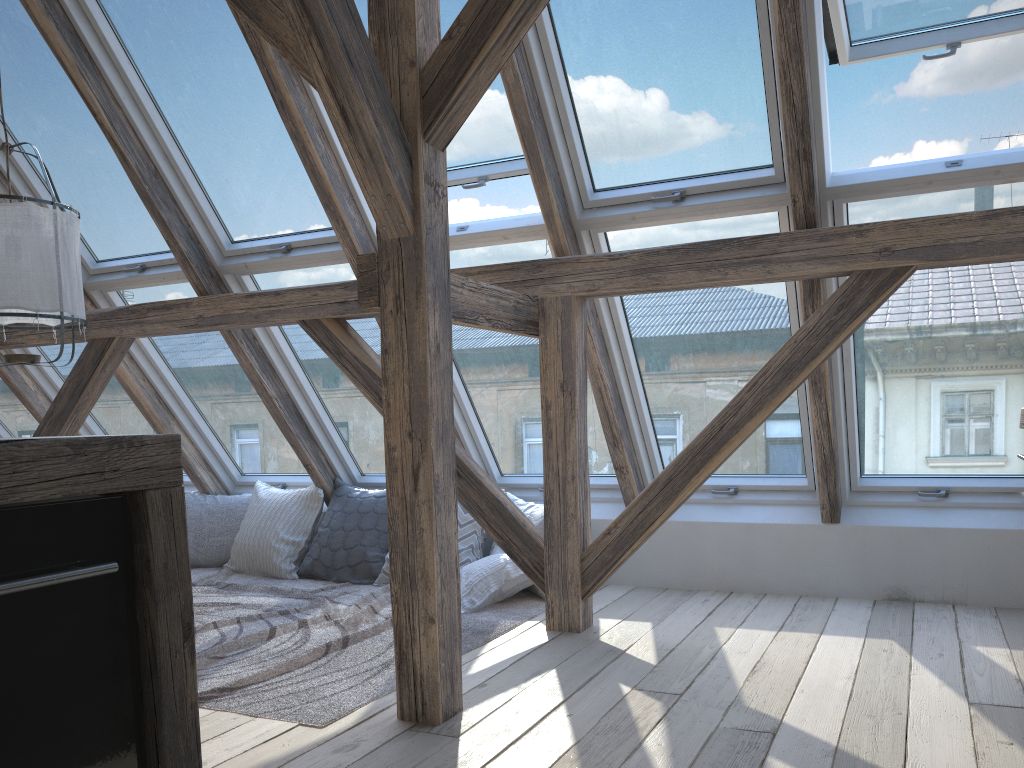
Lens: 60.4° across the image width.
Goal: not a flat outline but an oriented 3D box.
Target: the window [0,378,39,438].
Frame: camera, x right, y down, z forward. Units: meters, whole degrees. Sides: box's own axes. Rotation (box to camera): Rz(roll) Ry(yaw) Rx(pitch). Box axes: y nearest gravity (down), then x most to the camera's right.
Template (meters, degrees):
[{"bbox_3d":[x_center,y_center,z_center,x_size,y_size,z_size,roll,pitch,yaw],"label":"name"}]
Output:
[{"bbox_3d":[-3.297,0.119,5.780,0.855,1.285,1.090,0,2,25],"label":"window"}]

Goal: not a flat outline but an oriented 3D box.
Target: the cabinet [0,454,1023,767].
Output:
[{"bbox_3d":[0.183,-0.367,0.829,2.093,2.522,4.197,-1,0,25],"label":"cabinet"}]

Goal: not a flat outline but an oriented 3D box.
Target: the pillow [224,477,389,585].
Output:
[{"bbox_3d":[-1.101,0.821,5.007,1.273,0.567,0.465,-2,2,26],"label":"pillow"}]

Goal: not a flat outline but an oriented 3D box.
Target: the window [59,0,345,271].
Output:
[{"bbox_3d":[-1.251,-1.215,3.611,0.855,1.285,1.090,0,2,25],"label":"window"}]

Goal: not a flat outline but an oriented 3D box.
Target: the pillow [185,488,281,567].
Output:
[{"bbox_3d":[-1.989,0.898,5.454,1.134,0.529,0.432,-2,2,17],"label":"pillow"}]

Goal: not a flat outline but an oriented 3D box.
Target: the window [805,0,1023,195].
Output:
[{"bbox_3d":[1.276,-1.328,2.498,0.855,1.284,1.513,0,1,25],"label":"window"}]

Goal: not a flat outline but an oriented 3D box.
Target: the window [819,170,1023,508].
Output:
[{"bbox_3d":[1.703,-0.110,3.442,0.855,1.285,1.090,0,2,25],"label":"window"}]

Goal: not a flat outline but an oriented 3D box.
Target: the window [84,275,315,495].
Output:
[{"bbox_3d":[-1.631,0.043,5.001,0.855,1.285,1.090,0,2,25],"label":"window"}]

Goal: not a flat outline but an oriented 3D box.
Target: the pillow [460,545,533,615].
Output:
[{"bbox_3d":[-0.131,0.929,4.170,0.474,0.243,0.536,-1,-1,-23],"label":"pillow"}]

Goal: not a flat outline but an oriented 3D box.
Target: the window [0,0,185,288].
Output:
[{"bbox_3d":[-2.084,-1.177,4.001,0.855,1.285,1.090,0,2,25],"label":"window"}]

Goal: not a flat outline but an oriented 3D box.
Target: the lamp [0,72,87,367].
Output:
[{"bbox_3d":[-1.633,-1.011,2.811,0.399,1.910,0.404,-4,5,-24],"label":"lamp"}]

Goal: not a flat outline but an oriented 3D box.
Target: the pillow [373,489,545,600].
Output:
[{"bbox_3d":[-0.123,0.803,4.504,1.155,0.538,0.498,-2,1,30],"label":"pillow"}]

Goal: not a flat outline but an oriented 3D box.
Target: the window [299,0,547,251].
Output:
[{"bbox_3d":[-0.397,-1.252,3.266,0.855,1.284,1.399,0,1,25],"label":"window"}]

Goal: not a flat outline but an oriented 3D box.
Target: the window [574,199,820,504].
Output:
[{"bbox_3d":[0.869,-0.071,3.832,0.855,1.285,1.090,0,2,25],"label":"window"}]

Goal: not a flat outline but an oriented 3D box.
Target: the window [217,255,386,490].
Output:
[{"bbox_3d":[-0.797,0.005,4.611,0.855,1.285,1.090,0,2,25],"label":"window"}]

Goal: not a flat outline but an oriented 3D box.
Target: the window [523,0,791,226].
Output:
[{"bbox_3d":[0.416,-1.292,2.832,0.855,1.285,1.090,0,2,25],"label":"window"}]

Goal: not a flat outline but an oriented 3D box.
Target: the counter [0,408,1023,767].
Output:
[{"bbox_3d":[0.228,0.473,1.112,2.242,0.857,3.797,-2,-2,25],"label":"counter"}]

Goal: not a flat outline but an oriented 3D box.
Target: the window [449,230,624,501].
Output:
[{"bbox_3d":[0.036,-0.033,4.222,0.855,1.285,1.090,0,2,25],"label":"window"}]

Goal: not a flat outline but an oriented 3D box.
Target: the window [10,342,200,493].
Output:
[{"bbox_3d":[-2.464,0.081,5.390,0.855,1.285,1.090,0,2,25],"label":"window"}]

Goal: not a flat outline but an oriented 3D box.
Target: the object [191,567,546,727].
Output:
[{"bbox_3d":[-1.490,1.035,4.148,3.189,0.057,2.179,-3,-3,25],"label":"object"}]
